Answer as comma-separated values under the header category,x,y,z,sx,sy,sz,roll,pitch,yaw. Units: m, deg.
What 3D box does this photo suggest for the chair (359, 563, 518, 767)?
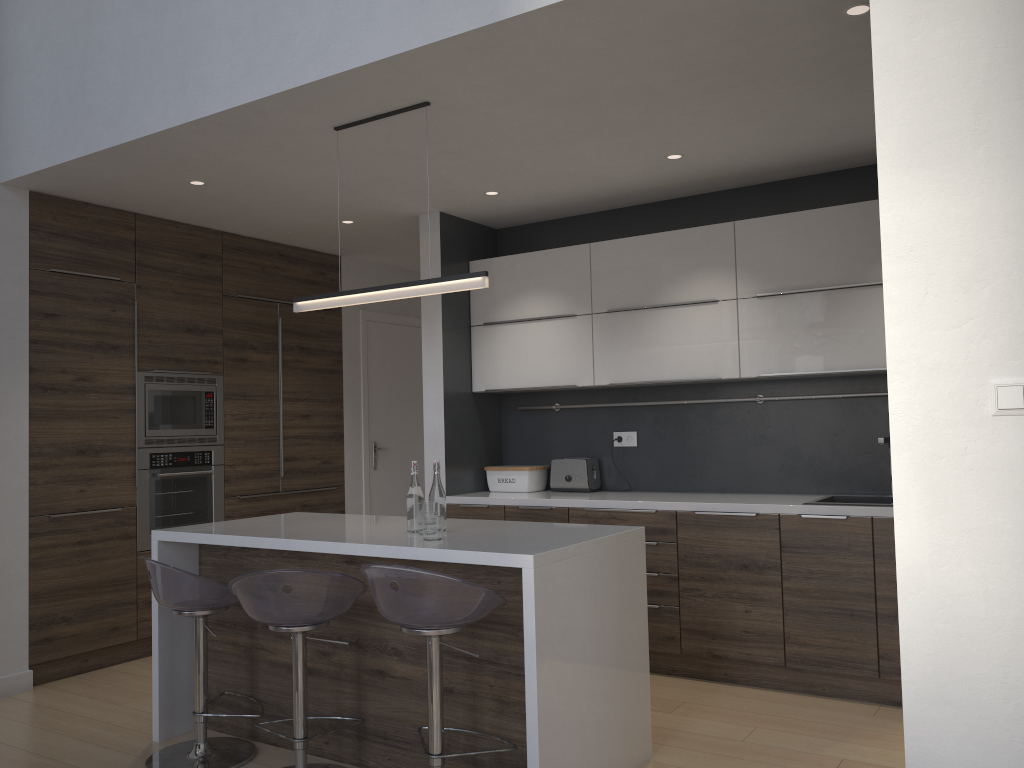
category,x,y,z,sx,sy,sz,roll,pitch,yaw
chair,-0.239,0.955,2.773,0.475,0.838,0.434,-3,-3,31

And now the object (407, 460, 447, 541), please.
category,x,y,z,sx,sy,sz,roll,pitch,yaw
object,-0.317,0.415,3.202,0.148,0.267,0.323,-1,-3,-2

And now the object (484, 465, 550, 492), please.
category,x,y,z,sx,sy,sz,roll,pitch,yaw
object,0.032,0.572,5.359,0.380,0.148,0.263,-3,-3,33

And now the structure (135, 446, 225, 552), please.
category,x,y,z,sx,sy,sz,roll,pitch,yaw
structure,-2.097,0.665,5.288,0.495,0.570,0.595,-3,-3,33

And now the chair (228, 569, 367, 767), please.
category,x,y,z,sx,sy,sz,roll,pitch,yaw
chair,-0.740,1.009,3.095,0.475,0.787,0.434,-1,-3,-4

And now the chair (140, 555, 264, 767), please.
category,x,y,z,sx,sy,sz,roll,pitch,yaw
chair,-1.193,1.036,3.408,0.434,0.787,0.475,1,-4,-39

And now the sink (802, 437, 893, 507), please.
category,x,y,z,sx,sy,sz,roll,pitch,yaw
sink,1.718,0.506,4.073,0.626,0.518,0.512,-3,-3,33

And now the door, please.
category,x,y,z,sx,sy,sz,roll,pitch,yaw
door,-0.825,0.534,6.881,0.085,2.136,0.974,-3,-3,33

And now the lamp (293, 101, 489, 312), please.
category,x,y,z,sx,sy,sz,roll,pitch,yaw
lamp,-0.520,-0.709,3.549,0.998,0.756,0.020,-3,-3,33

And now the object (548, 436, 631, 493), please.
category,x,y,z,sx,sy,sz,roll,pitch,yaw
object,0.416,0.468,5.159,0.562,0.319,0.191,-3,-3,33

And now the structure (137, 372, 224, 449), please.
category,x,y,z,sx,sy,sz,roll,pitch,yaw
structure,-2.125,0.166,5.323,0.459,0.430,0.595,-3,-3,33

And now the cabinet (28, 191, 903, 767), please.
category,x,y,z,sx,sy,sz,roll,pitch,yaw
cabinet,0.086,0.180,4.073,4.694,2.501,2.402,-3,-3,33

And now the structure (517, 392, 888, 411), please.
category,x,y,z,sx,sy,sz,roll,pitch,yaw
structure,1.304,0.079,4.683,3.000,0.045,0.050,-3,-3,33
